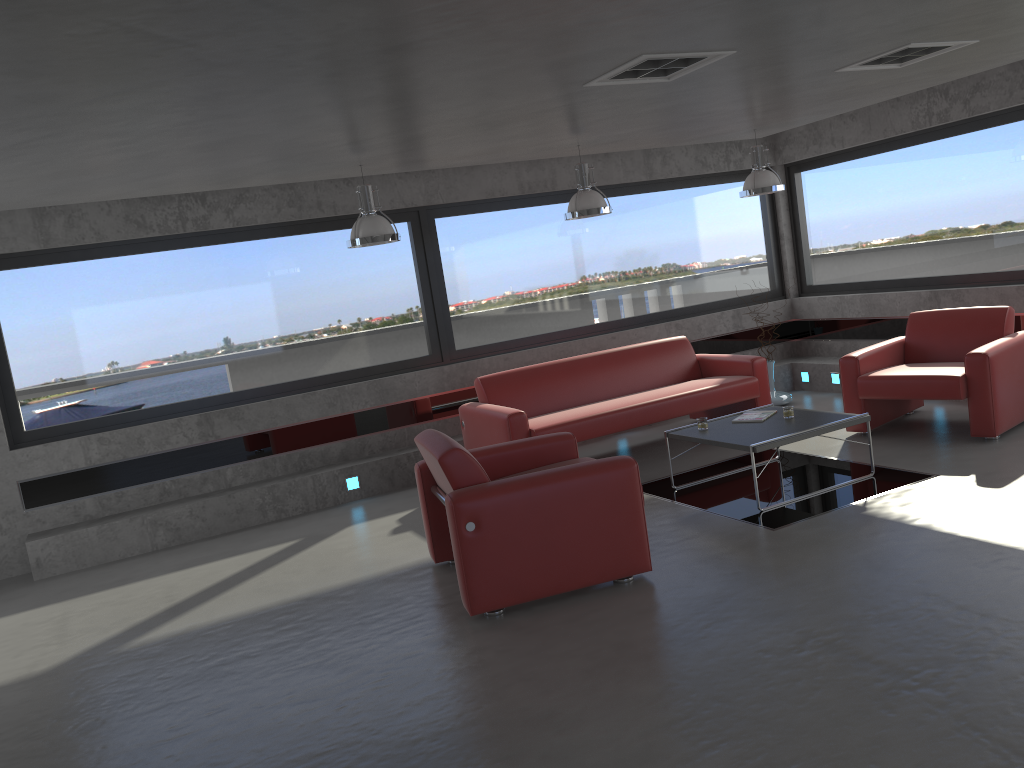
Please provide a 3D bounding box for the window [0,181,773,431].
[{"bbox_3d":[-0.550,-0.974,8.484,7.800,1.364,0.003,-12,8,-24],"label":"window"}]

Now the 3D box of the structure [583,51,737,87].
[{"bbox_3d":[0.728,-1.727,4.529,0.563,0.240,0.563,-12,8,-24],"label":"structure"}]

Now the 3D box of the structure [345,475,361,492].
[{"bbox_3d":[-1.376,0.860,7.668,0.123,0.123,0.004,-12,8,-24],"label":"structure"}]

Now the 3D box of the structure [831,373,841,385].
[{"bbox_3d":[3.349,-0.056,9.178,0.004,0.123,0.123,-12,8,-24],"label":"structure"}]

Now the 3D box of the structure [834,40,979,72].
[{"bbox_3d":[2.322,-2.064,5.266,0.563,0.240,0.563,-12,8,-24],"label":"structure"}]

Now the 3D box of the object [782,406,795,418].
[{"bbox_3d":[1.966,0.199,6.306,0.079,0.077,0.079,-11,7,-16],"label":"object"}]

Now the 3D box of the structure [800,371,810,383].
[{"bbox_3d":[3.164,-0.076,9.569,0.004,0.123,0.123,-12,8,-24],"label":"structure"}]

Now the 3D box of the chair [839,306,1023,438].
[{"bbox_3d":[3.398,-0.120,7.069,1.130,0.854,1.196,-15,9,-39],"label":"chair"}]

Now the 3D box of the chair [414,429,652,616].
[{"bbox_3d":[0.094,0.627,5.158,1.130,0.854,1.196,-11,7,-14],"label":"chair"}]

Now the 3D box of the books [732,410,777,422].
[{"bbox_3d":[1.777,0.233,6.495,0.228,0.022,0.326,-4,9,35],"label":"books"}]

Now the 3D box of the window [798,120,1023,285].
[{"bbox_3d":[4.224,-1.643,7.962,0.003,1.364,4.583,-12,8,-24],"label":"window"}]

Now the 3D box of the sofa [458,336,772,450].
[{"bbox_3d":[0.940,0.164,7.819,2.626,0.854,1.120,-12,8,-24],"label":"sofa"}]

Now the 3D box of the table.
[{"bbox_3d":[1.791,0.483,6.240,1.018,0.436,0.994,-12,8,-24],"label":"table"}]

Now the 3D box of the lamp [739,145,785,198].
[{"bbox_3d":[2.186,-1.891,7.836,0.389,0.422,0.388,-14,9,-35],"label":"lamp"}]

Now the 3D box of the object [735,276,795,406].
[{"bbox_3d":[2.597,-0.425,9.025,0.466,1.289,0.531,-10,7,-12],"label":"object"}]

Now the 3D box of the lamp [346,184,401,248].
[{"bbox_3d":[-1.023,-1.212,6.352,0.388,0.422,0.389,-12,8,-24],"label":"lamp"}]

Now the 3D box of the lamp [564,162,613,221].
[{"bbox_3d":[0.582,-1.552,7.094,0.388,0.422,0.389,-12,8,-24],"label":"lamp"}]

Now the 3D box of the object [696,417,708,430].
[{"bbox_3d":[1.366,0.285,6.356,0.079,0.077,0.079,-15,9,-41],"label":"object"}]
